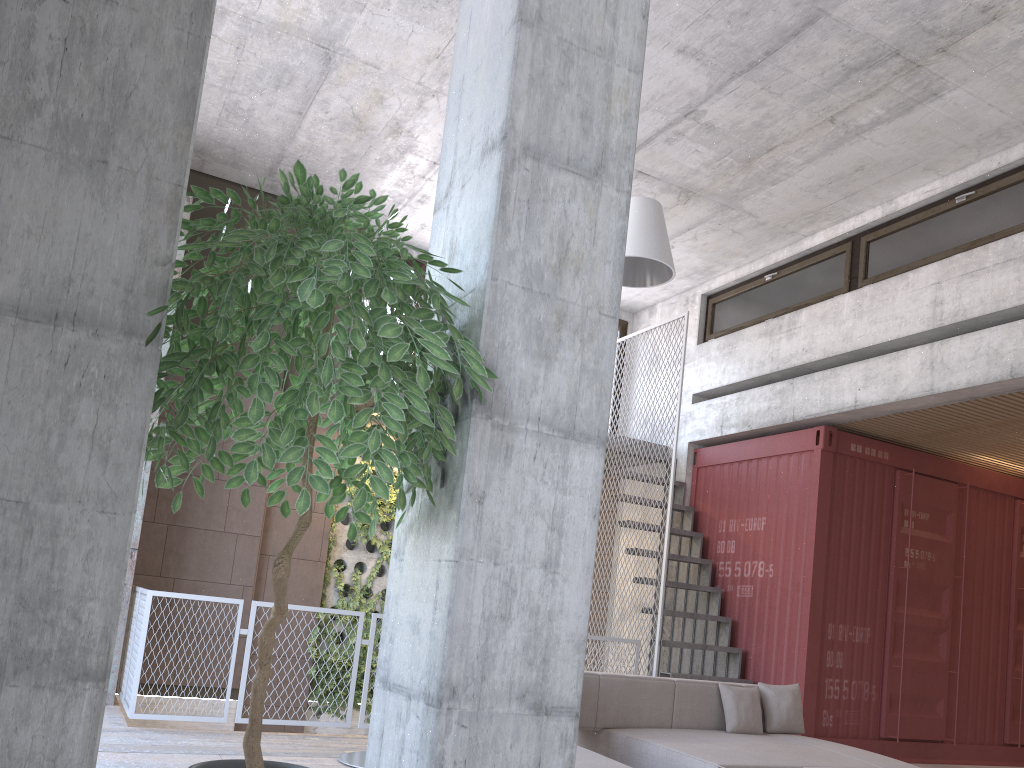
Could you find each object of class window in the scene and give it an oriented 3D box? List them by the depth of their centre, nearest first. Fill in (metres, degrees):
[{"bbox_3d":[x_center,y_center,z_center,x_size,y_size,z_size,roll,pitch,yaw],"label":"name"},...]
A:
[{"bbox_3d":[4.137,-1.488,6.345,0.114,0.593,8.563,10,-15,-25],"label":"window"},{"bbox_3d":[-0.203,-0.320,10.416,3.608,1.713,0.111,13,-9,-26],"label":"window"}]

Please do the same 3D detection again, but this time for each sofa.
[{"bbox_3d":[1.287,2.127,4.809,3.032,0.768,3.056,13,-16,-25],"label":"sofa"}]

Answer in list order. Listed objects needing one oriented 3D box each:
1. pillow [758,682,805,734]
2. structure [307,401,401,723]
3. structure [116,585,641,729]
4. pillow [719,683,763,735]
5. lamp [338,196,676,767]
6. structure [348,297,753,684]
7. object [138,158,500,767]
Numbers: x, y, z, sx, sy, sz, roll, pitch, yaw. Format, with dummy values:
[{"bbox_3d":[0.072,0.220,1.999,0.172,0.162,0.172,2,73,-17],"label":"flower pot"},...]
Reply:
[{"bbox_3d":[1.972,2.361,6.394,0.365,0.359,0.190,10,-9,-21],"label":"pillow"},{"bbox_3d":[-0.849,2.029,9.642,2.657,3.741,1.014,11,-8,-26],"label":"structure"},{"bbox_3d":[-1.210,2.621,8.247,4.480,0.914,1.954,13,-15,-26],"label":"structure"},{"bbox_3d":[1.630,2.309,6.197,0.375,0.351,0.188,12,-10,-26],"label":"pillow"},{"bbox_3d":[-0.051,0.861,5.582,0.767,3.351,2.645,12,-11,-38],"label":"lamp"},{"bbox_3d":[0.243,1.398,8.973,3.725,4.223,3.072,11,-11,-26],"label":"structure"},{"bbox_3d":[-0.563,0.341,2.164,0.966,1.824,1.023,2,-10,30],"label":"object"}]
